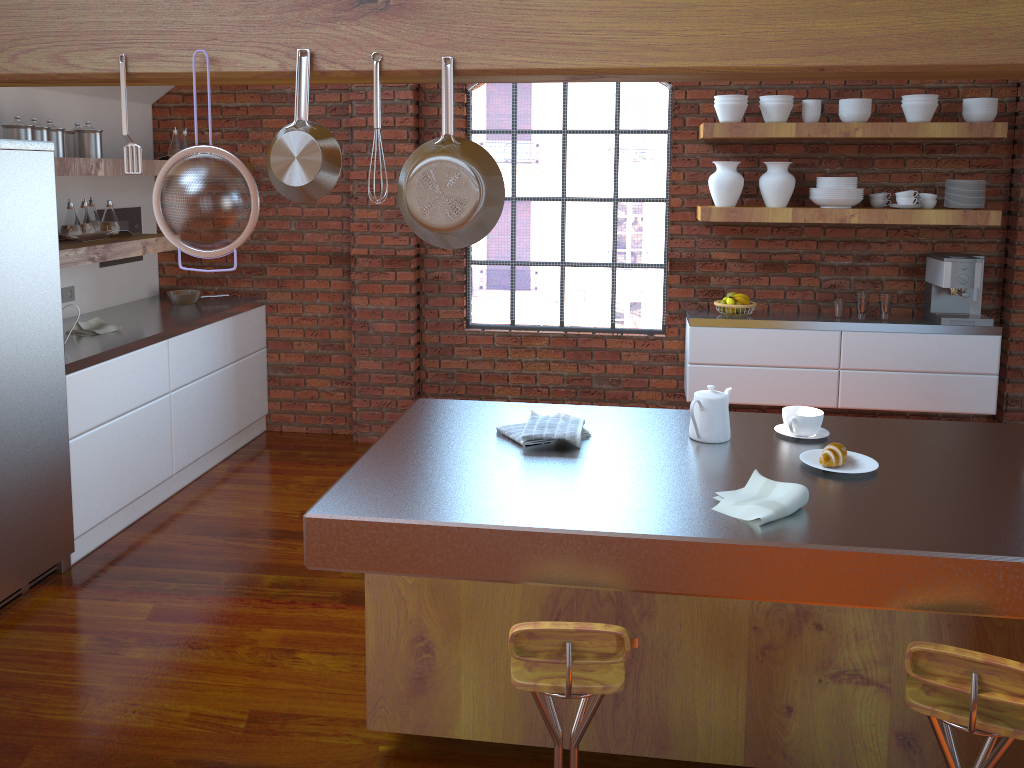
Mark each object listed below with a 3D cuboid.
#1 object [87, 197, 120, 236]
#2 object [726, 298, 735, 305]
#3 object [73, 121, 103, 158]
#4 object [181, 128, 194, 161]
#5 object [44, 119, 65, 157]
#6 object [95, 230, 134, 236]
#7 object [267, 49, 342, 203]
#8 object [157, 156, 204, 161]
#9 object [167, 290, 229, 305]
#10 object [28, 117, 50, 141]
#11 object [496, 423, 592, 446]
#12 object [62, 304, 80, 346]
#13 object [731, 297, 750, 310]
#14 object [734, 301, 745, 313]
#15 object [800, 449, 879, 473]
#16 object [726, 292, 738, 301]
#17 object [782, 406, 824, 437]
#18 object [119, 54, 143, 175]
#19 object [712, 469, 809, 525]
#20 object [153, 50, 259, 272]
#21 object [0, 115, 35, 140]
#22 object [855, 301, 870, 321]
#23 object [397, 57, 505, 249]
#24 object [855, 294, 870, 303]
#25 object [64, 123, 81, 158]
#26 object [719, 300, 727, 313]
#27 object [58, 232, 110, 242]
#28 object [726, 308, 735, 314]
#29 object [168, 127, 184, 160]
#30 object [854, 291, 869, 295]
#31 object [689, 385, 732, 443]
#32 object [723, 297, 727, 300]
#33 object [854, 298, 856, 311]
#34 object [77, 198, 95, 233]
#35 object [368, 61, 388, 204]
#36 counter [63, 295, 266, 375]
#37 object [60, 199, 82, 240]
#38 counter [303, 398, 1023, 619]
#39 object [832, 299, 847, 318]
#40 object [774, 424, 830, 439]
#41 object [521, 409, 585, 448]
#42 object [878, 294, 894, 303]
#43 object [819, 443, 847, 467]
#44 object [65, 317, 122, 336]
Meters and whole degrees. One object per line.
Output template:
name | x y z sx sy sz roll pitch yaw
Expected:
object | -2.066 -0.842 4.418 0.202 0.190 0.095 4 9 17
object | 1.228 -0.461 4.941 0.045 0.052 0.052 0 10 -4
object | -1.992 -1.148 4.140 0.128 0.175 0.129 1 9 3
object | -1.920 -1.406 5.172 0.094 0.189 0.094 -6 10 -38
object | -2.107 -1.119 4.015 0.128 0.175 0.129 1 9 3
object | -2.065 -0.760 4.428 0.224 0.032 0.198 5 14 17
object | -0.503 -0.602 2.055 0.194 0.354 0.087 2 7 12
object | -1.926 -1.312 5.127 0.195 0.032 0.228 2 13 6
object | -1.887 -0.520 5.288 0.348 0.073 0.198 -2 13 -11
object | -2.102 -1.085 3.875 0.128 0.175 0.129 1 9 3
object | 0.092 0.139 2.568 0.232 0.026 0.167 -6 15 -26
object | -2.093 -0.267 3.890 0.182 0.234 0.305 8 13 38
object | 1.296 -0.448 4.926 0.064 0.093 0.178 9 15 44
object | 1.280 -0.434 4.963 0.076 0.064 0.078 10 14 41
object | 0.856 0.207 2.306 0.195 0.013 0.197 8 15 28
object | 1.253 -0.493 4.996 0.068 0.060 0.070 5 12 24
object | 0.845 0.113 2.574 0.124 0.068 0.118 -1 12 -7
object | -0.938 -0.656 2.147 0.059 0.284 0.023 3 7 23
object | 0.553 0.250 2.020 0.196 0.060 0.207 -7 15 -29
object | -0.743 -0.521 2.069 0.273 0.521 0.086 2 7 8
object | -2.098 -1.053 3.740 0.128 0.175 0.129 1 9 3
object | 1.914 -0.398 4.816 0.078 0.102 0.079 7 12 37
object | -0.152 -0.530 2.030 0.265 0.437 0.070 2 7 13
object | 1.914 -0.436 4.811 0.078 0.102 0.079 7 12 37
object | -2.116 -1.185 4.289 0.128 0.175 0.129 1 9 3
object | 1.210 -0.441 4.989 0.074 0.074 0.074 -3 11 -17
object | -2.067 -0.704 4.193 0.195 0.032 0.228 2 13 6
object | 1.228 -0.412 4.935 0.056 0.045 0.046 10 14 40
object | -1.931 -1.381 5.064 0.093 0.188 0.094 3 9 20
object | 1.955 -0.463 4.924 0.078 0.102 0.079 7 12 37
object | 0.572 0.079 2.539 0.118 0.153 0.201 3 11 14
object | 1.229 -0.476 5.039 0.045 0.046 0.056 9 14 39
object | 1.955 -0.425 4.928 0.078 0.102 0.079 7 12 37
object | -2.061 -0.798 4.238 0.094 0.189 0.094 -6 10 -38
object | -0.314 -0.587 2.056 0.045 0.327 0.046 5 8 33
counter | -2.046 -0.305 4.631 0.714 0.044 2.024 2 14 8
object | -2.072 -0.773 4.131 0.093 0.188 0.094 3 9 20
counter | 1.158 0.294 2.254 3.143 0.128 1.045 2 14 8
object | 1.821 -0.419 4.904 0.078 0.102 0.079 -3 10 -22
object | 0.849 0.143 2.578 0.155 0.012 0.156 10 17 35
object | 0.123 0.129 2.550 0.165 0.049 0.237 2 13 8
object | 2.044 -0.436 4.815 0.078 0.102 0.079 4 10 20
object | 0.846 0.183 2.310 0.062 0.050 0.140 6 14 26
object | -2.061 -0.288 4.335 0.197 0.060 0.207 8 15 29
